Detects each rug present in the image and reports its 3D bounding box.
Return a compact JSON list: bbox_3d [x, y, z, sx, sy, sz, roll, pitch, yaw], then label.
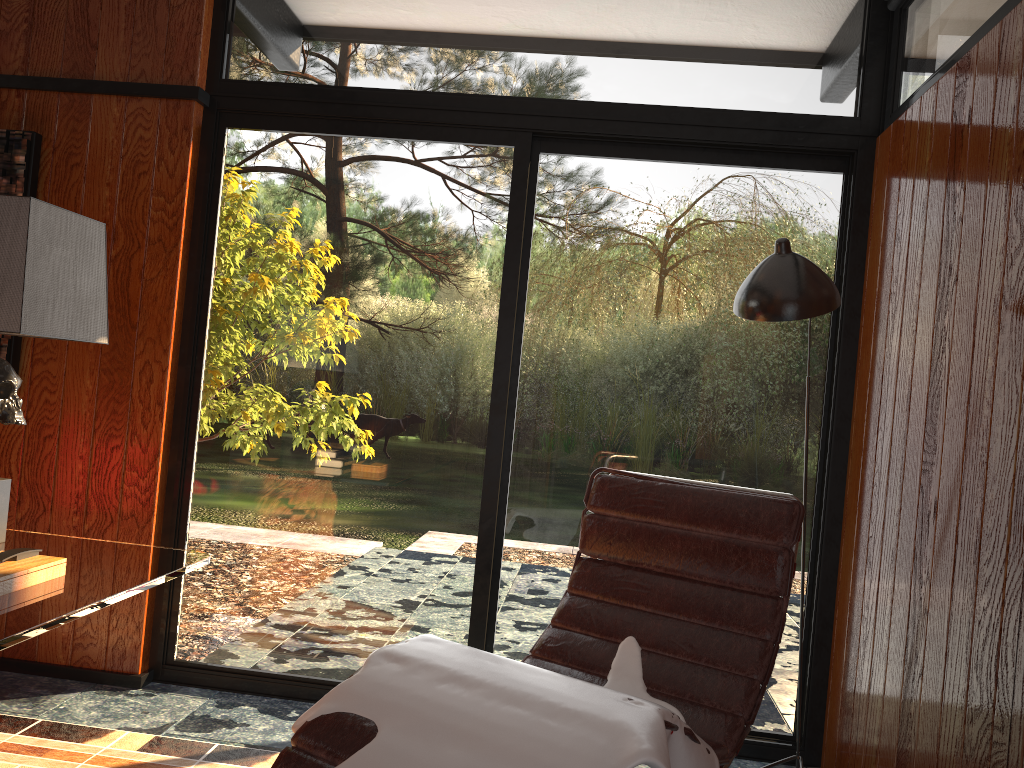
[{"bbox_3d":[-1.871,0.898,1.392,2.410,0.042,2.439,5,-1,6],"label":"rug"}]

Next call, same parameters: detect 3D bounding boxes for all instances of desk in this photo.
[{"bbox_3d":[-1.368,0.633,1.158,1.150,0.632,1.900,5,-1,6],"label":"desk"}]

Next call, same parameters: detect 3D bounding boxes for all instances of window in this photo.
[{"bbox_3d":[0.018,-0.189,2.905,2.260,2.580,0.085,5,-1,6],"label":"window"}]

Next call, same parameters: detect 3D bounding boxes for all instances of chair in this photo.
[{"bbox_3d":[0.105,0.655,1.811,0.593,0.886,1.298,5,-1,33],"label":"chair"}]

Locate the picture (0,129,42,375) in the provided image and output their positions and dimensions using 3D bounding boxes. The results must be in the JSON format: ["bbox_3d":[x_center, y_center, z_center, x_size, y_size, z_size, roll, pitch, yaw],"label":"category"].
[{"bbox_3d":[-2.060,-0.439,2.962,0.916,0.873,0.061,5,-1,6],"label":"picture"}]

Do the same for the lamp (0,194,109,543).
[{"bbox_3d":[-1.114,-0.019,1.911,0.316,0.732,0.316,5,-1,6],"label":"lamp"}]

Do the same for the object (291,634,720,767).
[{"bbox_3d":[0.041,0.783,1.683,0.897,0.489,0.713,6,-1,-26],"label":"object"}]

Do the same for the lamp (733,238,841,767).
[{"bbox_3d":[0.633,0.397,2.353,0.410,1.514,0.595,5,-1,15],"label":"lamp"}]

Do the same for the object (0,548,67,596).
[{"bbox_3d":[-0.939,0.337,1.604,0.135,0.049,0.238,5,-1,6],"label":"object"}]
